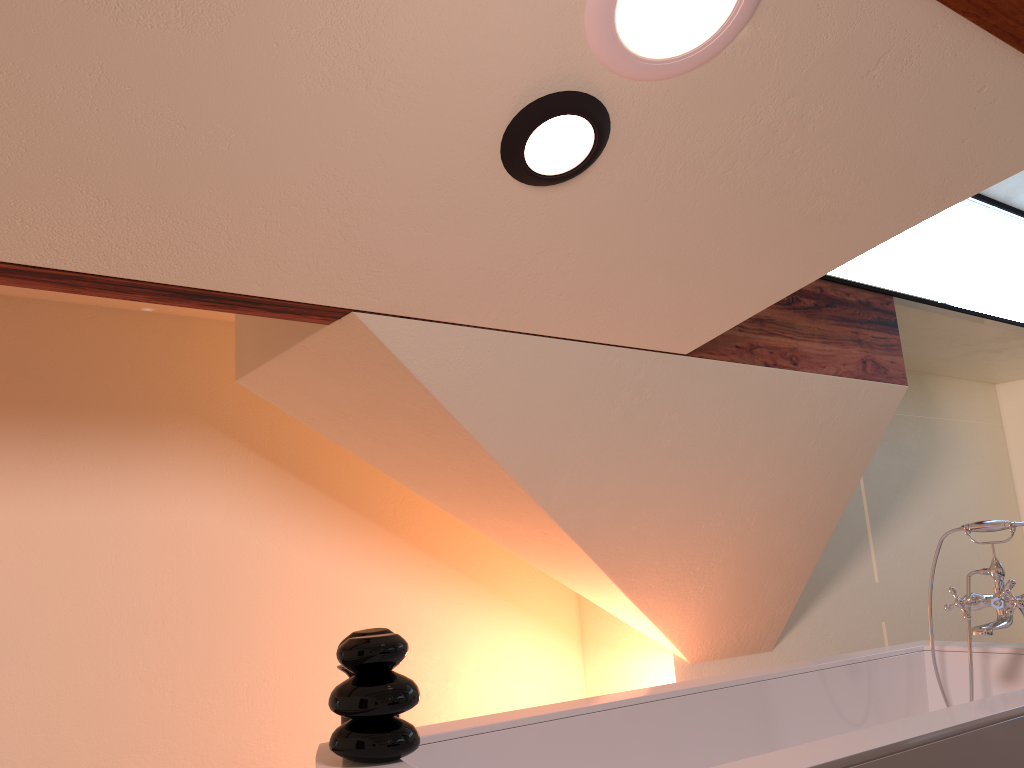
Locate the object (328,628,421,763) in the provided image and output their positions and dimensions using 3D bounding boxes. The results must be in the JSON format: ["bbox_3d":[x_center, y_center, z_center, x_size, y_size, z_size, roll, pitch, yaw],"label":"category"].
[{"bbox_3d":[-0.240,0.604,1.571,0.156,0.227,0.278,-2,-12,-6],"label":"object"}]

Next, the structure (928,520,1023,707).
[{"bbox_3d":[1.466,0.975,2.423,0.554,1.111,0.387,1,-12,-21],"label":"structure"}]

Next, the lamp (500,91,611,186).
[{"bbox_3d":[0.091,-0.555,1.827,0.247,0.129,0.215,7,-16,-40],"label":"lamp"}]

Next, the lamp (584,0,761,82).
[{"bbox_3d":[0.305,-0.791,1.635,0.370,0.170,0.331,7,-17,-40],"label":"lamp"}]

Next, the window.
[{"bbox_3d":[2.627,-0.863,3.123,3.523,0.671,2.121,6,-16,-35],"label":"window"}]

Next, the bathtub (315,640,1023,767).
[{"bbox_3d":[0.689,1.081,1.854,2.219,0.688,0.804,6,-15,-35],"label":"bathtub"}]
